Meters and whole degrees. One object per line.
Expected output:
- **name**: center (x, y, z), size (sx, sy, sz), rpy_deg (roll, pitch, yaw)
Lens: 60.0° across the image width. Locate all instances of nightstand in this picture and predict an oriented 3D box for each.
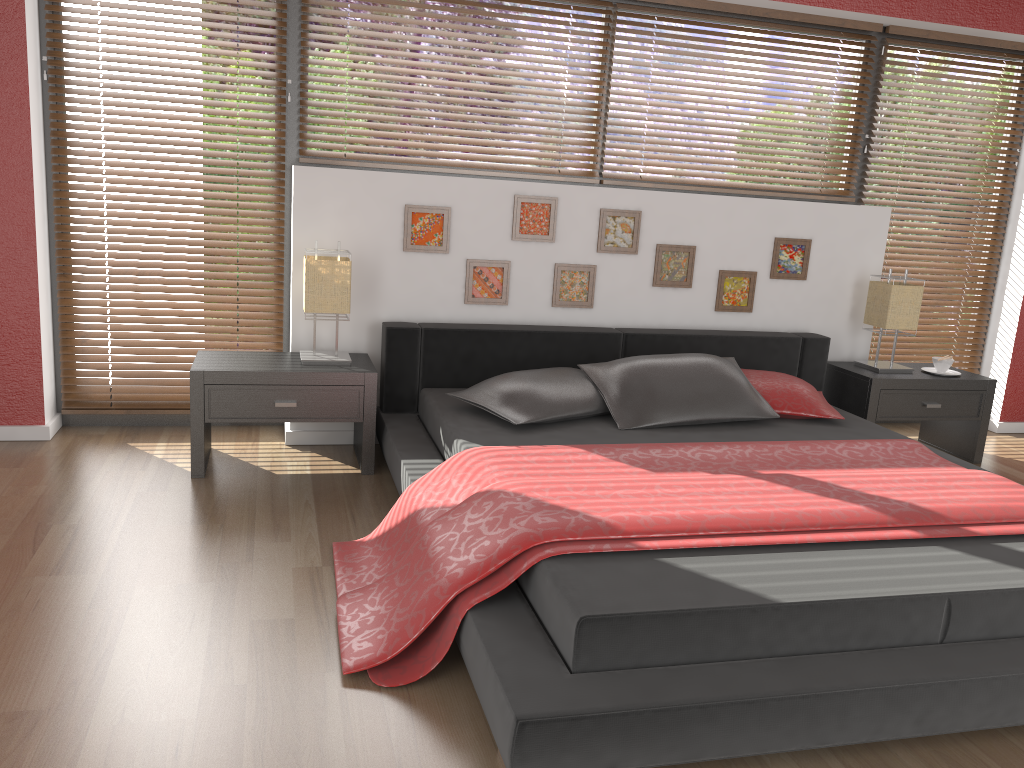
- **nightstand**: center (-0.931, 0.116, 3.635), size (0.700, 0.423, 0.413), rpy_deg (0, 13, -15)
- **nightstand**: center (1.942, 0.140, 4.415), size (0.700, 0.423, 0.413), rpy_deg (0, 13, -15)

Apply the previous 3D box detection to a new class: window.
- **window**: center (-1.480, -0.893, 3.883), size (0.889, 1.893, 0.020), rpy_deg (0, 13, -15)
- **window**: center (0.441, -1.406, 4.278), size (2.817, 0.786, 0.020), rpy_deg (0, 13, -15)
- **window**: center (2.285, -0.861, 4.905), size (0.889, 1.893, 0.020), rpy_deg (0, 13, -15)

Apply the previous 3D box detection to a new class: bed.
- **bed**: center (0.626, 0.277, 3.030), size (2.469, 0.577, 2.413), rpy_deg (0, 13, -15)

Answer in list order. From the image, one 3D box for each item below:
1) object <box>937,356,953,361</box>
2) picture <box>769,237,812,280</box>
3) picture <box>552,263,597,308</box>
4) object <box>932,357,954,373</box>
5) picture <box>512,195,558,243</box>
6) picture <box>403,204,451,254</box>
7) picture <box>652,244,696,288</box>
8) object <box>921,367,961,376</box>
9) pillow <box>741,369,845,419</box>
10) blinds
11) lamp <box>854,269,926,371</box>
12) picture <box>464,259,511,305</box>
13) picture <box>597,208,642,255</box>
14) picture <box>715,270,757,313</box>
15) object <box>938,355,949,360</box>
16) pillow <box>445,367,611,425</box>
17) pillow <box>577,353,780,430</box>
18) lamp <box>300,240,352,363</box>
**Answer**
- **object**: center (2.110, -0.123, 4.321), size (0.007, 0.007, 0.192), rpy_deg (16, 17, 43)
- **picture**: center (1.364, -0.612, 4.340), size (0.200, 0.200, 0.010), rpy_deg (0, 13, -15)
- **picture**: center (0.287, -0.452, 4.088), size (0.200, 0.200, 0.010), rpy_deg (0, 13, -15)
- **object**: center (2.107, -0.090, 4.346), size (0.099, 0.069, 0.099), rpy_deg (6, 13, 9)
- **picture**: center (0.102, -0.739, 3.970), size (0.200, 0.200, 0.010), rpy_deg (0, 13, -15)
- **picture**: center (-0.369, -0.673, 3.858), size (0.200, 0.200, 0.010), rpy_deg (0, 13, -15)
- **picture**: center (0.767, -0.557, 4.193), size (0.200, 0.200, 0.010), rpy_deg (0, 13, -15)
- **object**: center (2.105, -0.058, 4.353), size (0.179, 0.012, 0.179), rpy_deg (6, 13, 9)
- **pillow**: center (1.023, 0.033, 3.843), size (0.745, 0.172, 0.418), rpy_deg (5, 12, 3)
- **blinds**: center (0.416, -0.827, 4.337), size (4.840, 1.952, 0.032), rpy_deg (0, 13, -15)
- **lamp**: center (1.848, -0.320, 4.322), size (0.200, 0.480, 0.200), rpy_deg (0, 13, -15)
- **picture**: center (-0.110, -0.456, 3.980), size (0.200, 0.200, 0.010), rpy_deg (0, 13, -15)
- **picture**: center (0.494, -0.701, 4.084), size (0.200, 0.200, 0.010), rpy_deg (0, 13, -15)
- **picture**: center (1.087, -0.449, 4.304), size (0.200, 0.200, 0.010), rpy_deg (0, 13, -15)
- **object**: center (2.112, -0.128, 4.344), size (0.007, 0.007, 0.192), rpy_deg (14, 16, 38)
- **pillow**: center (0.157, 0.038, 3.553), size (0.745, 0.172, 0.418), rpy_deg (-6, 16, -39)
- **pillow**: center (0.677, 0.011, 3.595), size (0.744, 0.241, 0.386), rpy_deg (-1, 13, -20)
- **lamp**: center (-0.756, -0.342, 3.615), size (0.200, 0.480, 0.200), rpy_deg (0, 13, -15)
